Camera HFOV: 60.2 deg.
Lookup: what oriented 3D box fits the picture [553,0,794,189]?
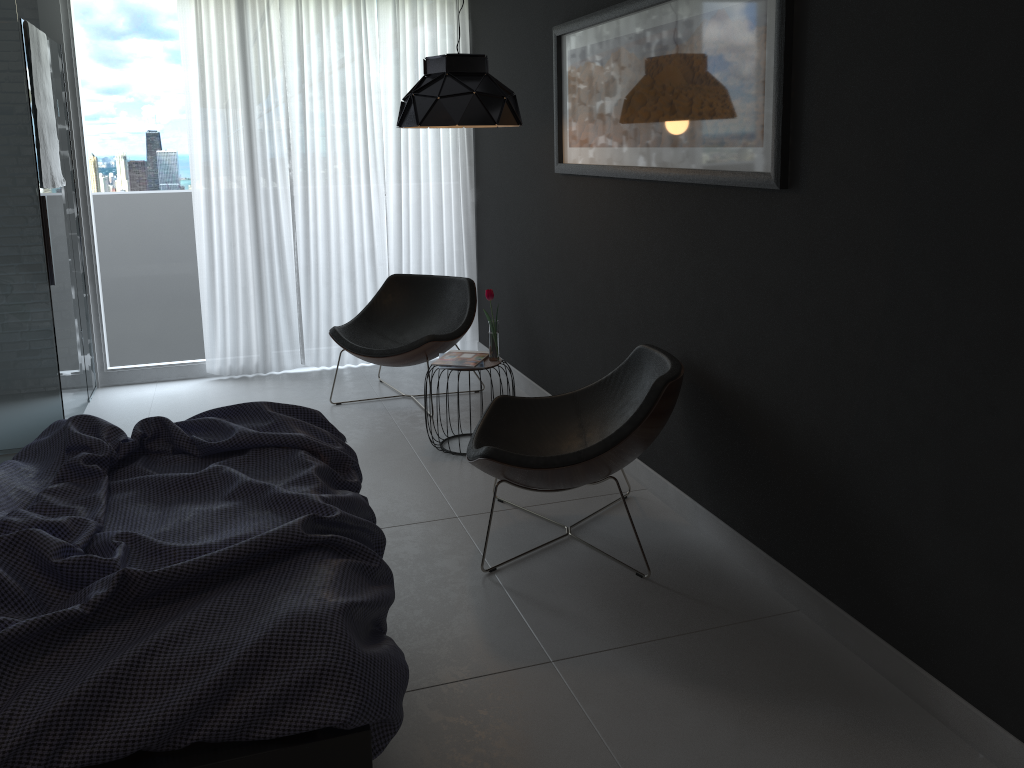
[{"bbox_3d":[0.530,-1.198,3.589,0.041,0.710,1.981,-4,15,-17],"label":"picture"}]

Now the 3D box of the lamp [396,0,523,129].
[{"bbox_3d":[-0.248,-1.643,4.065,0.582,0.889,0.618,-1,12,0],"label":"lamp"}]

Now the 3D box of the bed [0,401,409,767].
[{"bbox_3d":[-1.623,-0.068,2.084,2.613,2.010,2.598,-5,14,-18],"label":"bed"}]

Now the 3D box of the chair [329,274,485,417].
[{"bbox_3d":[-0.619,-0.261,5.255,0.791,0.680,0.826,5,15,24],"label":"chair"}]

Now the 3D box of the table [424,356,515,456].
[{"bbox_3d":[-0.209,0.096,4.399,0.454,0.428,0.455,-12,17,-39],"label":"table"}]

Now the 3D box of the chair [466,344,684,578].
[{"bbox_3d":[0.234,0.243,3.357,0.813,0.680,0.804,0,13,3],"label":"chair"}]

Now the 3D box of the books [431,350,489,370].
[{"bbox_3d":[-3.269,0.768,1.945,8.304,0.366,0.409,-13,18,-38],"label":"books"}]

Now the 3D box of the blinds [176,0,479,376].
[{"bbox_3d":[-1.135,-1.433,5.801,1.856,2.656,0.138,-5,11,-18],"label":"blinds"}]

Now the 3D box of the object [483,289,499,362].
[{"bbox_3d":[-0.098,-0.285,4.319,0.066,0.350,0.078,2,11,14],"label":"object"}]
